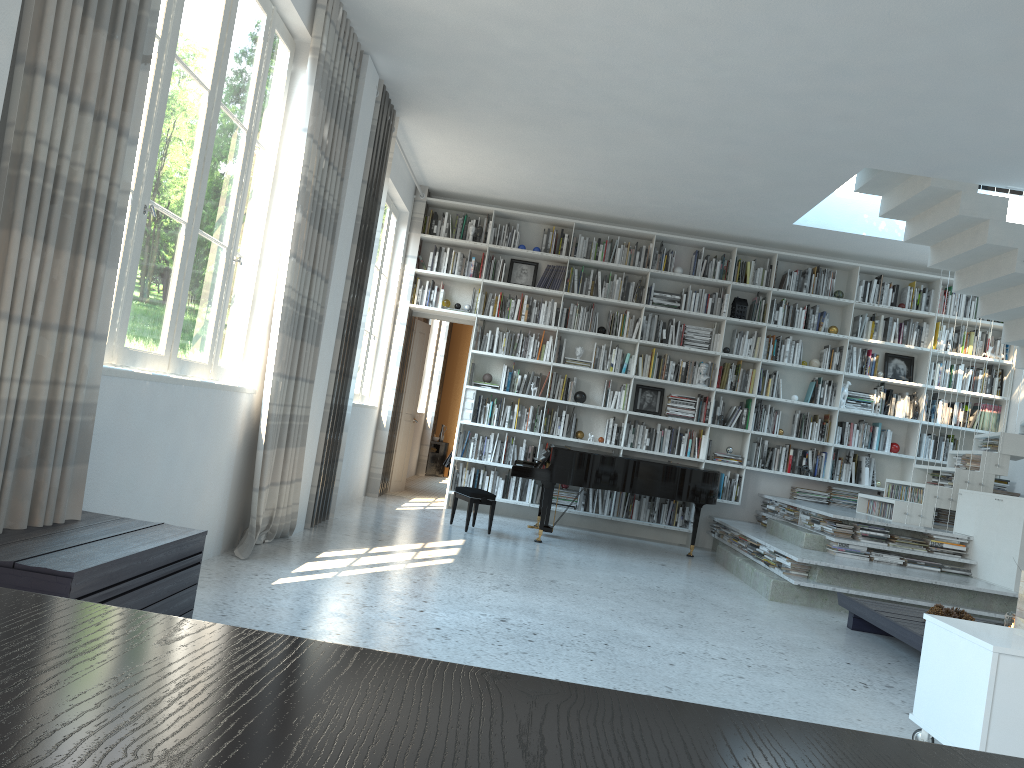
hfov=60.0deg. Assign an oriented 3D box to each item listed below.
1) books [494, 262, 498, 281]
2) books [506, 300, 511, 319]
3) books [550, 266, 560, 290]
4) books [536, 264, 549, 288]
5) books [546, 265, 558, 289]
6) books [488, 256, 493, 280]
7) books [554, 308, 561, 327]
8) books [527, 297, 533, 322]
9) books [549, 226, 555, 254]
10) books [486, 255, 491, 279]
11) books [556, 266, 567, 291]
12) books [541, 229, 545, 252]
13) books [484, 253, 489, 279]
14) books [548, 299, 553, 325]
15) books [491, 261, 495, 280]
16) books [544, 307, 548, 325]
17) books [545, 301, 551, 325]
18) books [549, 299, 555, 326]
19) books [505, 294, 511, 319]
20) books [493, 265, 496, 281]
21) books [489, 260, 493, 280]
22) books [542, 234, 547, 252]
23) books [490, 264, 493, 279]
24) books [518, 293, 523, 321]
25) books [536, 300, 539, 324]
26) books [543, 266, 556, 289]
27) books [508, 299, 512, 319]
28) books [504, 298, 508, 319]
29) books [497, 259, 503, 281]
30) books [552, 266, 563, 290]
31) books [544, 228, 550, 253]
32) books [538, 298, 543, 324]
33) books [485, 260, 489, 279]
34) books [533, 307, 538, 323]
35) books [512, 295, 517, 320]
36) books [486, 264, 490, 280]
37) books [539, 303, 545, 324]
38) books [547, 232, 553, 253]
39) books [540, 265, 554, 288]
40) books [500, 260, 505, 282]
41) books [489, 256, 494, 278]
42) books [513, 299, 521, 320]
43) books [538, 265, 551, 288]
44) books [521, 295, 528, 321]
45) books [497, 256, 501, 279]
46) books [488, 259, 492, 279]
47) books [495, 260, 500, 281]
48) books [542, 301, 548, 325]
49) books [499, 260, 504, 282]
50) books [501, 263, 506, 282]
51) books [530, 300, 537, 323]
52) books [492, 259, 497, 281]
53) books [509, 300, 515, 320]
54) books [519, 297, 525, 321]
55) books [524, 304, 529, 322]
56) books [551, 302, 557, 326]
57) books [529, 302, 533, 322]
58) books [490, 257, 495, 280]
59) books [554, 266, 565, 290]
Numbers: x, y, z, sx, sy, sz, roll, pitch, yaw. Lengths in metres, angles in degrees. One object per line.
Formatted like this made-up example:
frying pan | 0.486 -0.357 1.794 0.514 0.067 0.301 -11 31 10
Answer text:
books | -0.165 -1.157 9.292 0.018 0.218 0.186 9 -2 2
books | -0.035 -0.764 9.284 0.014 0.218 0.164 9 -2 2
books | 0.446 -1.092 9.306 0.078 0.285 0.174 9 -2 2
books | 0.316 -1.108 9.301 0.110 0.279 0.174 9 -2 2
books | 0.413 -1.095 9.287 0.097 0.282 0.174 9 -2 2
books | -0.224 -1.195 9.311 0.005 0.277 0.146 9 -2 2
books | 0.469 -0.678 9.243 0.039 0.202 0.236 9 -2 2
books | 0.186 -0.763 9.291 0.025 0.286 0.161 9 -2 2
books | 0.418 -1.486 9.328 0.014 0.320 0.137 9 -2 2
books | -0.250 -1.203 9.309 0.006 0.287 0.148 9 -2 2
books | 0.513 -1.082 9.291 0.078 0.285 0.174 9 -2 2
books | 0.322 -1.480 9.322 0.013 0.277 0.151 9 -2 2
books | -0.263 -1.210 9.299 0.005 0.292 0.184 9 -2 2
books | 0.395 -0.733 9.262 0.012 0.291 0.182 9 -2 2
books | -0.192 -1.176 9.310 0.010 0.249 0.166 9 -2 2
books | 0.352 -0.697 9.282 0.013 0.206 0.172 9 -2 2
books | 0.376 -0.723 9.291 0.024 0.266 0.155 9 -2 2
books | 0.412 -0.729 9.274 0.022 0.289 0.169 9 -2 2
books | -0.044 -0.795 9.297 0.012 0.277 0.150 9 -2 2
books | -0.180 -1.155 9.328 0.012 0.214 0.132 9 -2 2
books | -0.216 -1.170 9.297 0.009 0.228 0.184 9 -2 2
books | 0.337 -1.448 9.308 0.028 0.218 0.153 9 -2 2
books | -0.211 -1.162 9.287 0.004 0.214 0.186 9 -2 2
books | 0.087 -0.788 9.294 0.014 0.304 0.151 9 -2 2
books | 0.270 -0.737 9.295 0.035 0.260 0.131 9 -2 2
books | 0.383 -1.097 9.308 0.110 0.279 0.174 9 -2 2
books | -0.022 -0.767 9.290 0.011 0.229 0.170 9 -2 2
books | -0.059 -0.774 9.301 0.012 0.230 0.149 9 -2 2
books | -0.126 -1.171 9.291 0.023 0.258 0.183 9 -2 2
books | 0.469 -1.088 9.310 0.078 0.285 0.174 9 -2 2
books | 0.367 -1.474 9.304 0.024 0.279 0.188 9 -2 2
books | 0.294 -0.744 9.277 0.012 0.280 0.188 9 -2 2
books | -0.261 -1.177 9.332 0.006 0.233 0.136 9 -2 2
books | 0.242 -0.703 9.289 0.022 0.186 0.136 9 -2 2
books | 0.025 -0.782 9.288 0.014 0.272 0.180 9 -2 2
books | -0.245 -1.161 9.311 0.015 0.207 0.172 9 -2 2
books | 0.310 -0.716 9.271 0.030 0.230 0.172 9 -2 2
books | 0.391 -1.455 9.301 0.028 0.249 0.155 9 -2 2
books | 0.360 -1.101 9.290 0.110 0.279 0.174 9 -2 2
books | -0.098 -1.164 9.298 0.012 0.254 0.166 9 -2 2
books | -0.218 -1.200 9.314 0.006 0.289 0.144 9 -2 2
books | 0.052 -0.760 9.291 0.047 0.238 0.162 9 -2 2
books | 0.338 -1.104 9.309 0.110 0.279 0.174 9 -2 2
books | 0.130 -0.773 9.269 0.030 0.285 0.185 9 -2 2
books | -0.137 -1.183 9.302 0.005 0.281 0.191 9 -2 2
books | -0.233 -1.177 9.312 0.005 0.238 0.154 9 -2 2
books | -0.152 -1.167 9.303 0.019 0.243 0.153 9 -2 2
books | 0.339 -0.728 9.270 0.022 0.263 0.174 9 -2 2
books | -0.109 -1.163 9.300 0.011 0.249 0.168 9 -2 2
books | -0.089 -1.142 9.289 0.012 0.214 0.185 9 -2 2
books | 0.223 -0.744 9.293 0.029 0.260 0.157 9 -2 2
books | -0.186 -1.174 9.288 0.004 0.246 0.189 9 -2 2
books | -0.002 -0.759 9.283 0.031 0.217 0.173 9 -2 2
books | 0.103 -0.770 9.275 0.023 0.271 0.187 9 -2 2
books | 0.152 -0.724 9.263 0.029 0.195 0.192 9 -2 2
books | 0.438 -0.713 9.270 0.035 0.263 0.177 9 -2 2
books | 0.201 -0.734 9.279 0.013 0.232 0.171 9 -2 2
books | -0.201 -1.183 9.301 0.009 0.260 0.184 9 -2 2
books | 0.491 -1.085 9.305 0.078 0.285 0.174 9 -2 2
